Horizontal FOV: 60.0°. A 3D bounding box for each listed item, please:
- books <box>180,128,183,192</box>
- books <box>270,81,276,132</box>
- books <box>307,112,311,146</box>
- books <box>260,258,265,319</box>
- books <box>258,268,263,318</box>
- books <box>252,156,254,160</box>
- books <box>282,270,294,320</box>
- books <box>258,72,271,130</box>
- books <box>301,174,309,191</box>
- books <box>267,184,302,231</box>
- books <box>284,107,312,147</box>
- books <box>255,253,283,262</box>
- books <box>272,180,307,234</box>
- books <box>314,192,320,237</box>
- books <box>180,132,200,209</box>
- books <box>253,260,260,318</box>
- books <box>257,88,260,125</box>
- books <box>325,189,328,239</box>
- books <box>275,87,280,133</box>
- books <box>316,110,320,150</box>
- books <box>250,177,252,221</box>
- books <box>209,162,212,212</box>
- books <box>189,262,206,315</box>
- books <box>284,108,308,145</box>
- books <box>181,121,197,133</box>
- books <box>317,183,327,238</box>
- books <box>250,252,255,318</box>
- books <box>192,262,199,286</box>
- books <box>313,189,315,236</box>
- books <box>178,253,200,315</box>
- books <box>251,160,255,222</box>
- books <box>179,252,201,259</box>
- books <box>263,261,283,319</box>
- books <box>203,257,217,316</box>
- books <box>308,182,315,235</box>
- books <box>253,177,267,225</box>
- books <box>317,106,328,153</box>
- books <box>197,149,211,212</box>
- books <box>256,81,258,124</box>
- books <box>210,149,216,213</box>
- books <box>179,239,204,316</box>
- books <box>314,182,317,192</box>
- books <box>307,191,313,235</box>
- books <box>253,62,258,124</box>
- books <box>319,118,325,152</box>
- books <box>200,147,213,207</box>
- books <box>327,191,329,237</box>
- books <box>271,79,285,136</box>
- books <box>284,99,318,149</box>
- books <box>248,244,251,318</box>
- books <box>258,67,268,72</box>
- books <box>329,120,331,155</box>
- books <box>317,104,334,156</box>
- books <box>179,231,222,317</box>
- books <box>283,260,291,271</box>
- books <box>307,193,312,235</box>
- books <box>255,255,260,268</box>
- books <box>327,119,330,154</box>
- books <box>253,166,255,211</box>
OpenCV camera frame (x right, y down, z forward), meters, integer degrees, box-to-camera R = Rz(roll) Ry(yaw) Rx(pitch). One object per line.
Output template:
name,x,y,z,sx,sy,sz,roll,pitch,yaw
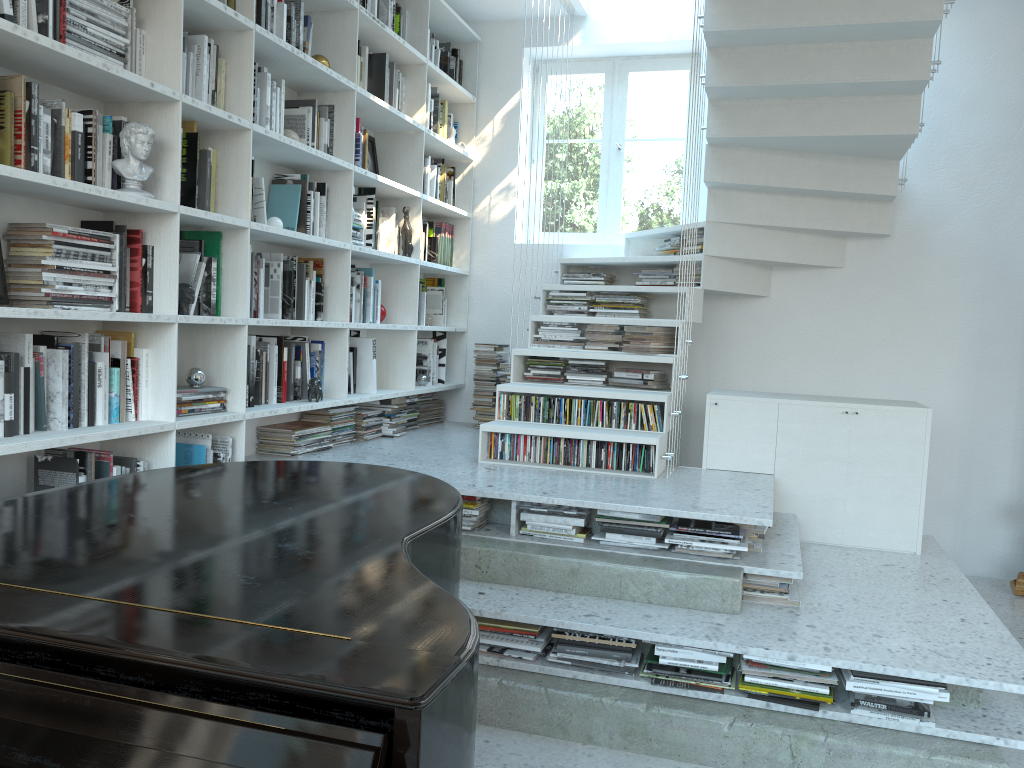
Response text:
books,-1.258,-0.767,3.182,0.163,0.294,0.019,4,4,16
books,-1.076,-1.137,3.707,0.183,0.245,0.025,4,4,16
books,-0.991,-1.134,4.051,0.154,0.205,0.005,4,4,16
books,-1.126,-0.406,3.745,0.172,0.251,0.013,4,4,16
books,-1.130,-0.382,3.719,0.180,0.207,0.014,4,4,16
books,-1.133,-0.786,3.630,0.158,0.288,0.013,4,4,16
books,-1.053,-0.398,3.950,0.177,0.216,0.015,4,4,16
books,-1.081,-1.143,3.651,0.182,0.263,0.030,4,4,16
books,-1.008,-0.812,4.070,0.154,0.296,0.013,4,4,16
books,-1.030,-0.779,3.994,0.153,0.241,0.056,4,4,16
books,-0.986,-1.148,4.058,0.154,0.232,0.012,4,4,16
books,-1.082,-0.436,3.940,0.131,0.290,0.016,4,4,16
books,-1.012,-0.794,4.027,0.174,0.264,0.021,4,4,16
books,-0.975,-0.777,4.117,0.178,0.224,0.012,4,4,16
books,-1.226,-0.769,3.240,0.182,0.293,0.019,4,4,16
books,-1.136,-0.397,3.704,0.176,0.238,0.015,4,4,16
books,-1.111,-1.108,3.622,0.171,0.194,0.025,4,4,16
books,-0.950,-0.795,4.191,0.169,0.253,0.011,4,4,16
books,-1.069,-1.133,3.754,0.183,0.232,0.021,4,4,16
books,-0.971,-1.148,4.112,0.160,0.228,0.016,4,4,16
books,-1.130,-0.734,3.557,0.191,0.192,0.017,4,4,16
books,-1.211,-0.729,3.320,0.181,0.204,0.034,4,4,16
books,-1.251,-0.359,3.329,0.169,0.205,0.091,4,4,16
books,-0.997,-1.141,4.042,0.140,0.220,0.015,4,4,16
books,-1.240,-0.793,3.256,0.169,0.338,0.021,4,4,16
books,-0.956,-0.803,4.153,0.183,0.274,0.012,4,4,16
books,-1.144,-0.409,3.653,0.183,0.267,0.012,4,4,16
books,-1.256,-0.359,3.269,0.175,0.210,0.089,4,4,16
books,-0.986,-0.795,4.105,0.152,0.260,0.015,4,4,16
books,-1.256,-0.367,3.250,0.190,0.228,0.095,4,4,16
books,-1.132,-0.776,3.615,0.178,0.270,0.006,4,4,16
books,-1.256,-0.377,3.312,0.149,0.239,0.094,4,4,16
books,-1.076,-0.415,3.921,0.130,0.252,0.019,4,4,16
books,-1.214,-0.374,3.393,0.171,0.223,0.029,4,4,16
books,-0.989,-0.796,4.089,0.165,0.263,0.018,4,4,16
books,-1.101,-0.748,3.677,0.176,0.210,0.051,4,4,16
books,-0.942,-1.164,4.146,0.175,0.257,0.016,4,4,16
books,-1.210,-0.746,3.293,0.188,0.242,0.027,4,4,16
books,-1.108,-1.128,3.595,0.164,0.237,0.022,4,4,16
books,-1.210,-0.766,3.409,0.141,0.269,0.033,4,4,16
books,-1.238,-0.406,3.376,0.138,0.286,0.013,4,4,16
books,-0.984,-0.804,4.138,0.154,0.275,0.032,4,4,16
books,-0.999,-0.772,4.056,0.187,0.219,0.013,4,4,16
books,-1.107,-1.148,3.574,0.177,0.280,0.014,4,4,16
books,-0.957,-1.136,4.137,0.173,0.202,0.013,4,4,16
books,-1.209,-0.763,3.369,0.143,0.267,0.032,4,4,16
books,-0.946,-0.793,4.225,0.158,0.246,0.010,4,4,16
books,-1.050,-1.153,3.771,0.169,0.272,0.024,4,4,16
books,-0.970,-1.165,4.065,0.164,0.268,0.015,4,4,16
books,-1.148,-0.422,3.619,0.175,0.297,0.014,4,4,16
books,-1.096,-1.162,3.685,0.159,0.295,0.027,4,4,16
books,-0.935,-1.140,4.185,0.169,0.206,0.012,4,4,16
books,-0.925,-1.176,4.189,0.182,0.278,0.005,4,4,16
books,-1.208,-0.427,3.432,0.182,0.325,0.014,4,4,16
books,-1.061,-0.423,3.967,0.149,0.262,0.015,4,4,16
books,-1.001,-0.767,4.047,0.188,0.210,0.006,4,4,16
books,-1.129,-0.410,3.731,0.142,0.261,0.014,4,4,16
books,-0.939,-1.138,4.160,0.173,0.204,0.013,4,4,16
books,-1.135,-0.771,3.655,0.161,0.254,0.007,4,4,16
